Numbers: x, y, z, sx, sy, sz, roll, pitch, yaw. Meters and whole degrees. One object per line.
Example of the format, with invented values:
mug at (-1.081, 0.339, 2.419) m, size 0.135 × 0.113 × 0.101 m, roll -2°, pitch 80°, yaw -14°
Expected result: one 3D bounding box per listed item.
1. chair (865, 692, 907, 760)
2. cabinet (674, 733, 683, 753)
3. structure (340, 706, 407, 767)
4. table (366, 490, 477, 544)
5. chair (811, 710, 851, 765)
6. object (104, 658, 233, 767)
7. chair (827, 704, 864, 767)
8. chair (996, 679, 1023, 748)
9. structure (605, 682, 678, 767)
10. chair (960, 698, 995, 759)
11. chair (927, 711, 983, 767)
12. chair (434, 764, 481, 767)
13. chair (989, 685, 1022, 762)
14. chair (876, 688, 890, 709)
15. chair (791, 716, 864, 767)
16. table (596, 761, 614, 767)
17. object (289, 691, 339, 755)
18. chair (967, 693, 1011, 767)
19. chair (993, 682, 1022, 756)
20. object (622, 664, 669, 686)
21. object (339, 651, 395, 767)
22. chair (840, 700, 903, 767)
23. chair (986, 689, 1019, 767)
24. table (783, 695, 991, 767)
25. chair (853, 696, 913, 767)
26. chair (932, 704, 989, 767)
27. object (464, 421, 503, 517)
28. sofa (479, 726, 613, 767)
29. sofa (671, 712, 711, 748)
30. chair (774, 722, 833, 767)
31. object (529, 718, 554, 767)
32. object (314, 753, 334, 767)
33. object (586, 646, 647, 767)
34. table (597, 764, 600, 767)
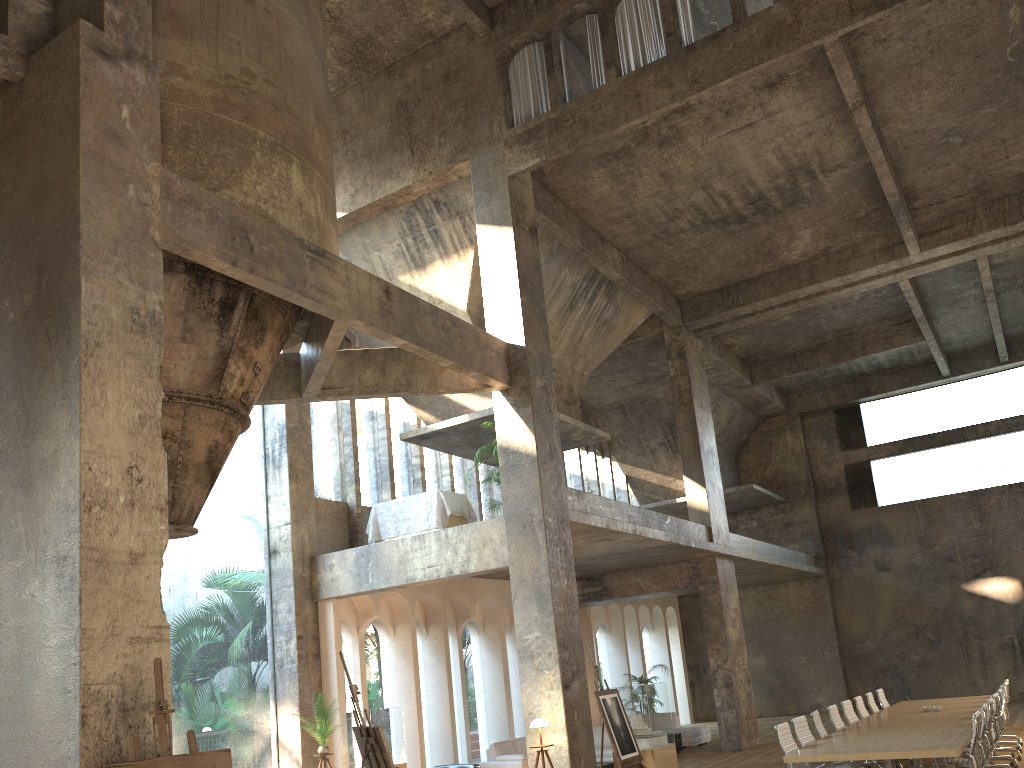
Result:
chair at (6.032, 5.387, 13.918) m, size 0.710 × 0.996 × 0.675 m, roll -15°, pitch -17°, yaw 33°
cabinet at (2.959, 7.262, 17.589) m, size 0.401 × 0.358 × 1.589 m, roll -14°, pitch -20°, yaw 28°
structure at (-2.029, 5.607, 13.001) m, size 0.602 × 1.503 × 0.755 m, roll -13°, pitch -15°, yaw 29°
table at (-1.497, 2.278, 14.418) m, size 1.775 × 0.778 × 1.134 m, roll -16°, pitch -19°, yaw 29°
chair at (4.114, 4.548, 10.863) m, size 0.708 × 0.996 × 0.677 m, roll -14°, pitch -16°, yaw 29°
object at (-1.907, 2.600, 4.938) m, size 0.703 × 2.084 × 0.702 m, roll 2°, pitch -15°, yaw -33°
chair at (4.610, 4.762, 11.646) m, size 0.711 × 0.996 × 0.674 m, roll -16°, pitch -17°, yaw 35°
chair at (7.675, 5.259, 14.019) m, size 0.711 × 0.996 × 0.674 m, roll -16°, pitch -17°, yaw 35°
structure at (1.768, 4.827, 11.798) m, size 0.602 × 1.503 × 0.755 m, roll -13°, pitch -15°, yaw 29°
chair at (5.371, 4.222, 10.266) m, size 0.711 × 0.996 × 0.674 m, roll -16°, pitch -17°, yaw 35°
chair at (2.023, 4.529, 10.174) m, size 13.134 × 1.002 × 32.055 m, roll -16°, pitch -21°, yaw 28°
chair at (-0.755, 4.731, 9.781) m, size 0.737 × 0.866 × 0.838 m, roll -12°, pitch -16°, yaw 23°
chair at (6.792, 4.853, 12.556) m, size 0.708 × 0.996 × 0.677 m, roll -14°, pitch -16°, yaw 29°
chair at (6.534, 5.606, 14.715) m, size 0.711 × 0.996 × 0.674 m, roll -16°, pitch -17°, yaw 35°
chair at (3.669, 4.347, 10.138) m, size 0.712 × 0.996 × 0.673 m, roll -17°, pitch -18°, yaw 38°
table at (1.251, 6.710, 15.190) m, size 0.801 × 0.197 × 1.130 m, roll -16°, pitch -21°, yaw 29°
object at (-2.883, 5.030, 13.047) m, size 0.694 × 0.912 × 0.879 m, roll -11°, pitch -16°, yaw 20°
chair at (5.843, 4.431, 11.025) m, size 0.712 × 0.996 × 0.673 m, roll -17°, pitch -18°, yaw 38°
chair at (7.244, 5.052, 13.277) m, size 0.712 × 0.996 × 0.673 m, roll -17°, pitch -18°, yaw 38°
object at (3.204, 7.747, 21.313) m, size 1.426 × 1.760 × 1.374 m, roll -16°, pitch -18°, yaw 35°
object at (-1.000, 3.064, 6.582) m, size 0.685 × 2.084 × 0.721 m, roll 1°, pitch -14°, yaw -27°
chair at (5.077, 4.965, 12.386) m, size 0.712 × 0.996 × 0.673 m, roll -17°, pitch -18°, yaw 38°
chair at (6.310, 4.634, 11.765) m, size 0.711 × 0.996 × 0.674 m, roll -16°, pitch -17°, yaw 35°
table at (5.468, 4.797, 11.603) m, size 1.623 × 0.736 × 7.849 m, roll -15°, pitch -21°, yaw 28°
chair at (5.549, 5.174, 13.144) m, size 0.711 × 0.996 × 0.674 m, roll -16°, pitch -17°, yaw 35°
chair at (4.888, 4.009, 9.493) m, size 0.710 × 0.996 × 0.675 m, roll -15°, pitch -17°, yaw 33°
object at (0.055, 1.286, 13.462) m, size 1.426 × 1.756 × 1.374 m, roll -16°, pitch -18°, yaw 35°
sofa at (1.052, 6.760, 16.079) m, size 2.094 × 0.701 × 2.979 m, roll -16°, pitch -21°, yaw 29°
sofa at (3.269, 7.735, 19.618) m, size 2.097 × 0.700 × 1.090 m, roll -16°, pitch -19°, yaw 29°
chair at (3.243, 4.138, 9.393) m, size 0.711 × 0.996 × 0.674 m, roll -16°, pitch -17°, yaw 35°
object at (0.313, 4.735, 10.691) m, size 0.578 × 1.260 × 0.669 m, roll -13°, pitch -15°, yaw 30°
object at (-2.737, 5.916, 12.835) m, size 0.658 × 0.944 × 0.588 m, roll -4°, pitch -14°, yaw -5°
object at (1.289, 4.357, 11.090) m, size 0.693 × 2.084 × 0.712 m, roll -13°, pitch -14°, yaw 29°
table at (1.054, 6.604, 14.884) m, size 0.872 × 0.239 × 0.376 m, roll -16°, pitch -20°, yaw 30°
